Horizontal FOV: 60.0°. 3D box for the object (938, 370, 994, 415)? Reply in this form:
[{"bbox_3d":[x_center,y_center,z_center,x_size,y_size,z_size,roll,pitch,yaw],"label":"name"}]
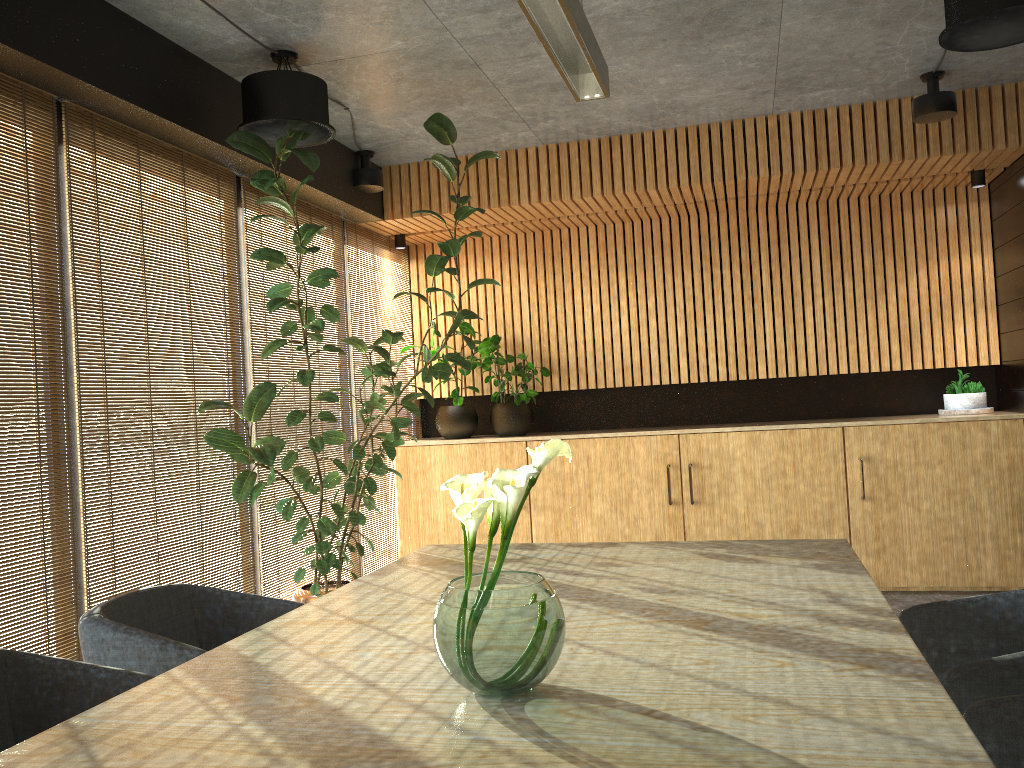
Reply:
[{"bbox_3d":[3.511,0.061,6.882,0.384,0.347,0.384,-4,-1,37],"label":"object"}]

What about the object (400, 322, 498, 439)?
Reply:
[{"bbox_3d":[-0.552,-0.044,7.799,0.640,1.054,0.666,-2,-1,-34],"label":"object"}]

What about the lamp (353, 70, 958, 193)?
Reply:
[{"bbox_3d":[0.794,-1.726,6.154,4.179,0.294,0.257,-4,-1,15],"label":"lamp"}]

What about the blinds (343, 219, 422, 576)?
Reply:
[{"bbox_3d":[-1.043,0.221,7.606,0.039,3.038,1.422,-4,-1,15],"label":"blinds"}]

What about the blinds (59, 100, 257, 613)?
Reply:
[{"bbox_3d":[-1.804,0.205,4.744,0.039,3.038,1.422,-4,-1,15],"label":"blinds"}]

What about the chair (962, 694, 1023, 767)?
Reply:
[{"bbox_3d":[1.208,1.055,1.624,0.761,0.944,0.706,-4,-1,15],"label":"chair"}]

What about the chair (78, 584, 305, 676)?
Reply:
[{"bbox_3d":[-1.070,1.216,3.160,0.761,0.944,0.706,-4,-1,15],"label":"chair"}]

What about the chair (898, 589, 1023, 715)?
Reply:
[{"bbox_3d":[1.439,1.060,2.493,0.761,0.944,0.706,-4,-1,15],"label":"chair"}]

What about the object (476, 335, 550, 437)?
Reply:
[{"bbox_3d":[-0.056,0.012,7.652,0.679,0.880,0.512,-4,-1,18],"label":"object"}]

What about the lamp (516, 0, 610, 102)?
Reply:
[{"bbox_3d":[-0.171,-1.584,2.019,0.151,0.618,4.009,-4,-1,15],"label":"lamp"}]

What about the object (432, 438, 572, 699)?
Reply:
[{"bbox_3d":[-0.031,0.403,1.979,0.295,0.546,0.322,-4,-1,25],"label":"object"}]

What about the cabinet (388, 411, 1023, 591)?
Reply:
[{"bbox_3d":[1.441,0.998,7.353,4.954,1.272,1.006,-4,-1,15],"label":"cabinet"}]

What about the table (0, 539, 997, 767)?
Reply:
[{"bbox_3d":[0.009,1.137,1.942,1.816,0.927,3.932,-4,-1,15],"label":"table"}]

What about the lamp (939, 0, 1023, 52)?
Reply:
[{"bbox_3d":[2.136,-1.763,3.876,0.513,0.497,0.513,-4,-2,44],"label":"lamp"}]

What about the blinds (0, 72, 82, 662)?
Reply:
[{"bbox_3d":[-2.181,0.197,3.325,0.039,3.038,1.422,-4,-1,15],"label":"blinds"}]

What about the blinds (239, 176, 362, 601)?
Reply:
[{"bbox_3d":[-1.420,0.213,6.187,0.039,3.038,1.422,-4,-1,15],"label":"blinds"}]

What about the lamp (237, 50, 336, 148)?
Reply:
[{"bbox_3d":[-1.219,-1.554,4.768,0.513,0.497,0.513,-3,-1,-14],"label":"lamp"}]

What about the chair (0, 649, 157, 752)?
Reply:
[{"bbox_3d":[-1.302,1.211,2.291,0.761,0.944,0.706,-4,-1,15],"label":"chair"}]

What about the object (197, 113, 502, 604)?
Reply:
[{"bbox_3d":[-1.135,0.105,5.557,1.875,3.266,1.958,-2,-1,-37],"label":"object"}]
